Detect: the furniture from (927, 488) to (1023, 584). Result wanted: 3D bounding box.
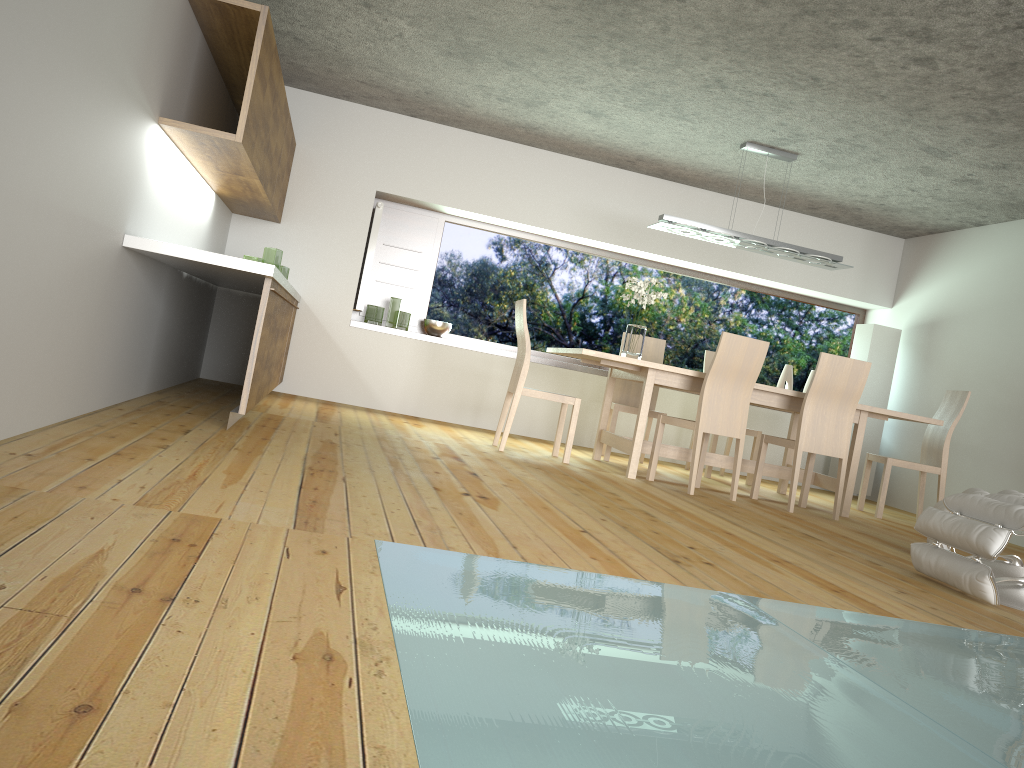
[{"bbox_3d":[2.490,0.739,4.458,0.687,0.439,0.568,11,0,24],"label":"furniture"}]

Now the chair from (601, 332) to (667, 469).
[{"bbox_3d":[0.987,0.114,6.964,0.404,1.017,0.506,11,0,-1],"label":"chair"}]

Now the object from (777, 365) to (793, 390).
[{"bbox_3d":[2.546,0.013,8.263,0.153,0.384,0.153,11,-1,-15],"label":"object"}]

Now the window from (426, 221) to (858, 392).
[{"bbox_3d":[1.311,-0.589,8.304,4.181,0.979,0.012,11,-1,-11],"label":"window"}]

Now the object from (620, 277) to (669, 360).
[{"bbox_3d":[0.886,-0.457,6.175,0.304,0.608,0.302,11,0,-8],"label":"object"}]

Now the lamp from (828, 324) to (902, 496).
[{"bbox_3d":[3.156,0.224,7.958,0.280,1.501,0.280,11,-1,-12],"label":"lamp"}]

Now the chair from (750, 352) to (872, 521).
[{"bbox_3d":[1.941,0.318,5.767,0.404,1.017,0.506,11,0,-12],"label":"chair"}]

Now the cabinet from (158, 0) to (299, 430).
[{"bbox_3d":[-1.692,-0.891,5.669,0.655,2.005,3.095,11,0,-12],"label":"cabinet"}]

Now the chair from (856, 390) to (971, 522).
[{"bbox_3d":[2.951,0.503,6.526,0.506,1.017,0.404,11,-1,2],"label":"chair"}]

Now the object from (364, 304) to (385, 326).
[{"bbox_3d":[-1.168,-0.584,7.528,0.112,0.160,0.112,11,0,28],"label":"object"}]

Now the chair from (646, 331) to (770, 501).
[{"bbox_3d":[1.255,0.186,5.686,0.403,1.017,0.507,11,-1,-23],"label":"chair"}]

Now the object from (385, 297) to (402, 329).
[{"bbox_3d":[-1.000,-0.599,7.500,0.099,0.259,0.099,11,-1,-7],"label":"object"}]

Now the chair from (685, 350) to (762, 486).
[{"bbox_3d":[1.759,0.260,7.266,0.404,1.017,0.506,11,0,-13],"label":"chair"}]

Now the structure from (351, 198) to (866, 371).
[{"bbox_3d":[1.063,-0.602,8.036,4.869,1.154,0.526,11,0,-11],"label":"structure"}]

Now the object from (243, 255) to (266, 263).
[{"bbox_3d":[-1.771,-0.788,6.054,0.111,0.160,0.112,11,0,13],"label":"object"}]

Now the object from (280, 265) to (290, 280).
[{"bbox_3d":[-1.697,-0.779,6.419,0.112,0.160,0.111,11,0,13],"label":"object"}]

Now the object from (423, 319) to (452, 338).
[{"bbox_3d":[-0.652,-0.473,7.653,0.247,0.137,0.246,11,1,23],"label":"object"}]

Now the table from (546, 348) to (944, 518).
[{"bbox_3d":[1.494,0.356,6.285,2.498,0.756,1.201,11,0,-9],"label":"table"}]

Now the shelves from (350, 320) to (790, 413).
[{"bbox_3d":[0.965,-0.067,8.007,4.865,0.054,0.404,11,1,-11],"label":"shelves"}]

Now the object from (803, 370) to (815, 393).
[{"bbox_3d":[2.809,0.064,8.317,0.153,0.384,0.153,11,-1,-15],"label":"object"}]

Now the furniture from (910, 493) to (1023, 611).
[{"bbox_3d":[2.113,0.678,3.654,0.685,0.439,0.570,11,0,-5],"label":"furniture"}]

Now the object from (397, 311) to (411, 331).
[{"bbox_3d":[-0.952,-0.544,7.645,0.111,0.160,0.112,11,0,-27],"label":"object"}]

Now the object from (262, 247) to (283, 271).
[{"bbox_3d":[-1.696,-0.824,6.224,0.099,0.259,0.099,11,-1,13],"label":"object"}]

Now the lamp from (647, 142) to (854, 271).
[{"bbox_3d":[1.783,-1.333,6.380,1.488,0.720,0.290,11,-1,-11],"label":"lamp"}]

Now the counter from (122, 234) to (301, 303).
[{"bbox_3d":[-1.719,-0.661,5.571,0.651,0.054,3.289,11,1,-12],"label":"counter"}]

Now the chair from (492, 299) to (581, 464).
[{"bbox_3d":[0.200,-0.025,6.054,0.506,1.017,0.404,11,-1,-9],"label":"chair"}]
